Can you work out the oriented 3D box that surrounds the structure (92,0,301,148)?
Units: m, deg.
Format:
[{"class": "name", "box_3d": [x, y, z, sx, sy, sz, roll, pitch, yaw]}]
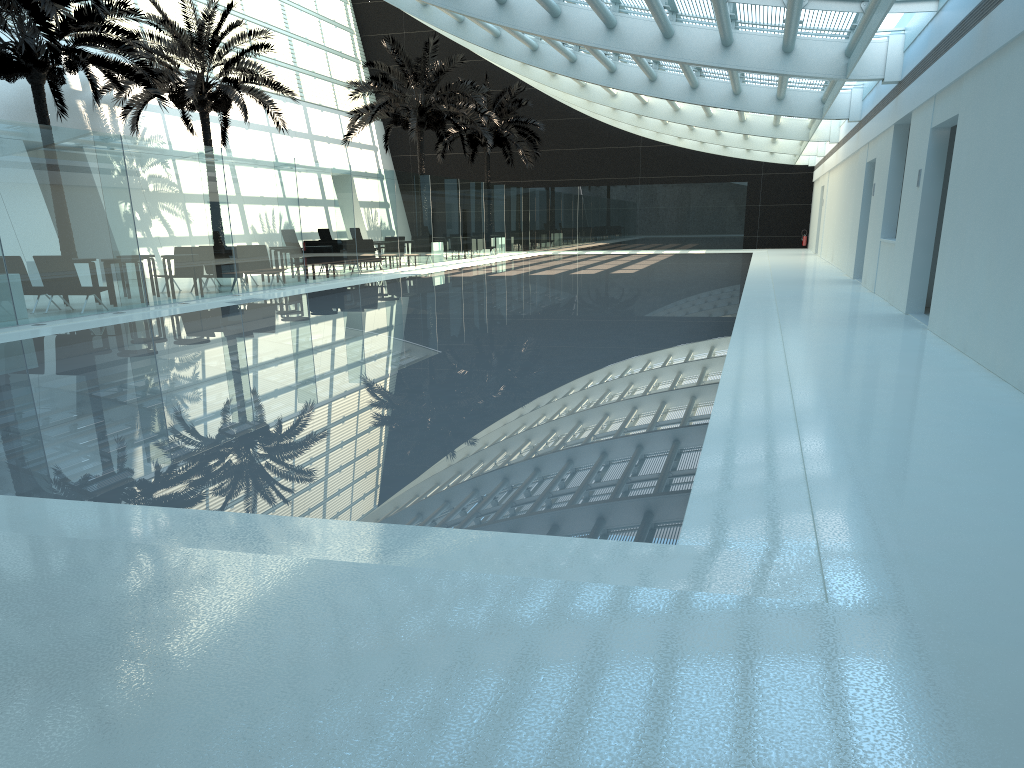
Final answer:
[{"class": "structure", "box_3d": [-8.186, -6.461, 23.185, 4.531, 7.227, 4.170, -15, 22, -39]}]

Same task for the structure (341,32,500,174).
[{"class": "structure", "box_3d": [-3.004, -7.710, 29.090, 4.819, 7.359, 4.227, 2, 17, 8]}]

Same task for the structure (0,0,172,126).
[{"class": "structure", "box_3d": [-9.554, -5.386, 17.679, 4.639, 7.164, 4.070, -3, 17, -6]}]

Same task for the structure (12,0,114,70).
[{"class": "structure", "box_3d": [-7.999, -4.397, 11.653, 4.751, 7.359, 4.290, 10, 20, 32]}]

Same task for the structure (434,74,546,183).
[{"class": "structure", "box_3d": [-0.851, -9.119, 36.501, 4.454, 7.358, 4.575, -3, 17, -6]}]
